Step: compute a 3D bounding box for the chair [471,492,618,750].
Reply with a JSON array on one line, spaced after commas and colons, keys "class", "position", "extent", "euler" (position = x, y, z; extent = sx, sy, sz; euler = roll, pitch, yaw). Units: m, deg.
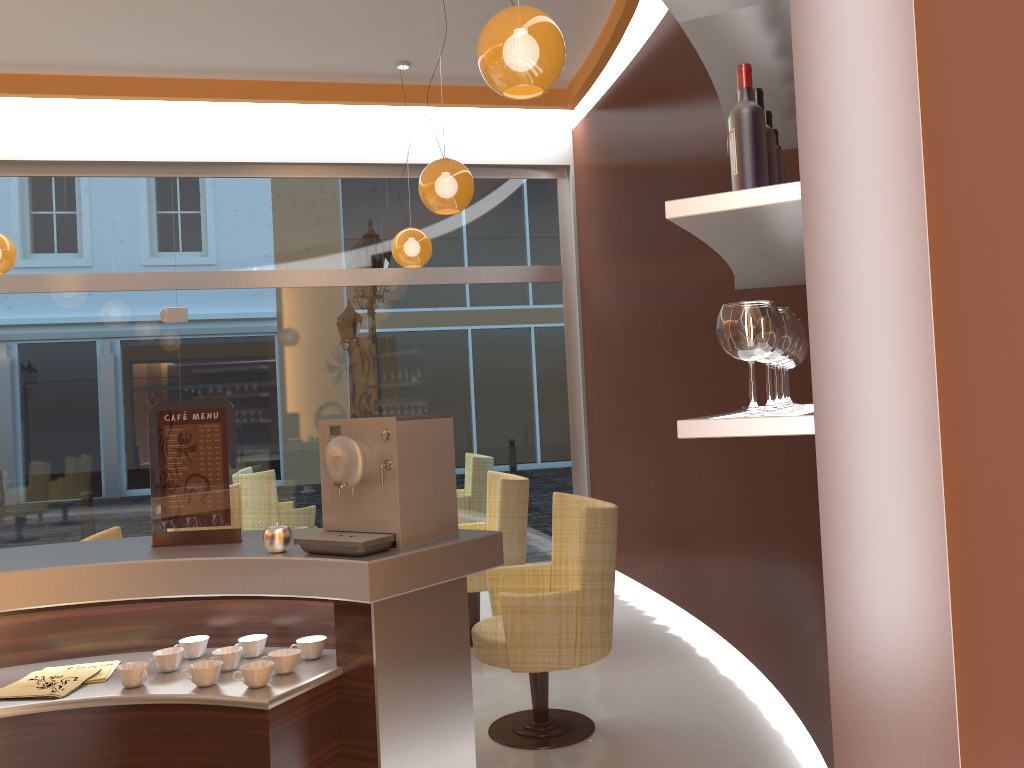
[{"class": "chair", "position": [0.156, 1.033, 3.992], "extent": [0.685, 1.017, 0.729], "euler": [-3, -1, -5]}]

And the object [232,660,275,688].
[{"class": "object", "position": [-0.605, 0.691, 2.100], "extent": [0.073, 0.050, 0.086], "euler": [-3, -1, 20]}]

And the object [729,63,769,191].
[{"class": "object", "position": [0.482, -0.505, 1.813], "extent": [0.073, 0.297, 0.073], "euler": [-3, -1, -3]}]

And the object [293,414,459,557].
[{"class": "object", "position": [-0.369, 0.260, 2.371], "extent": [0.270, 0.340, 0.373], "euler": [-4, -2, 33]}]

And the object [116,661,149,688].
[{"class": "object", "position": [-0.916, 0.708, 2.155], "extent": [0.086, 0.050, 0.073], "euler": [-3, -1, -1]}]

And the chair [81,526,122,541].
[{"class": "chair", "position": [-1.392, 1.103, 3.596], "extent": [0.685, 1.017, 0.729], "euler": [-2, -2, -34]}]

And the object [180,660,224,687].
[{"class": "object", "position": [-0.737, 0.699, 2.128], "extent": [0.073, 0.050, 0.086], "euler": [-4, -2, 33]}]

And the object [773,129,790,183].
[{"class": "object", "position": [0.675, -0.504, 2.275], "extent": [0.073, 0.297, 0.073], "euler": [-3, -1, -3]}]

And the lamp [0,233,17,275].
[{"class": "lamp", "position": [-3.497, -1.483, 5.916], "extent": [0.299, 1.500, 0.299], "euler": [-2, -2, -38]}]

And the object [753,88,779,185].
[{"class": "object", "position": [0.548, -0.505, 1.964], "extent": [0.073, 0.297, 0.073], "euler": [-3, -1, -15]}]

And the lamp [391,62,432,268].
[{"class": "lamp", "position": [-0.765, -1.608, 6.514], "extent": [0.299, 1.500, 0.299], "euler": [-2, -2, -45]}]

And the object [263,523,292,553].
[{"class": "object", "position": [-0.617, 0.403, 2.334], "extent": [0.075, 0.077, 0.075], "euler": [-2, -2, -44]}]

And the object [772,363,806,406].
[{"class": "object", "position": [0.821, -0.043, 2.658], "extent": [0.125, 0.221, 0.125], "euler": [-3, -1, 12]}]

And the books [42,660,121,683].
[{"class": "books", "position": [-1.120, 0.742, 2.272], "extent": [0.193, 0.009, 0.189], "euler": [-3, -1, -13]}]

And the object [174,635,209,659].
[{"class": "object", "position": [-0.855, 0.710, 2.380], "extent": [0.073, 0.050, 0.086], "euler": [-3, -1, 9]}]

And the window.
[{"class": "window", "position": [-3.428, 0.037, 6.850], "extent": [8.200, 3.380, 0.040], "euler": [-3, -1, -12]}]

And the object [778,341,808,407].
[{"class": "object", "position": [0.773, -0.044, 2.501], "extent": [0.125, 0.221, 0.125], "euler": [-3, -1, 12]}]

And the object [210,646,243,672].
[{"class": "object", "position": [-0.722, 0.701, 2.248], "extent": [0.073, 0.050, 0.086], "euler": [-3, -1, -7]}]

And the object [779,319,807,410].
[{"class": "object", "position": [0.667, -0.046, 2.192], "extent": [0.125, 0.221, 0.125], "euler": [-3, -1, 12]}]

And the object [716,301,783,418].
[{"class": "object", "position": [0.465, -0.046, 1.727], "extent": [0.125, 0.221, 0.125], "euler": [-3, -1, 12]}]

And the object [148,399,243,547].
[{"class": "object", "position": [-0.920, 0.255, 2.566], "extent": [0.258, 0.414, 0.052], "euler": [-3, -1, 2]}]

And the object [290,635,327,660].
[{"class": "object", "position": [-0.526, 0.692, 2.316], "extent": [0.073, 0.050, 0.086], "euler": [-3, -1, 20]}]

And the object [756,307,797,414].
[{"class": "object", "position": [0.542, -0.046, 1.878], "extent": [0.125, 0.221, 0.125], "euler": [-3, -1, 12]}]

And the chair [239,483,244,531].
[{"class": "chair", "position": [-1.806, 1.170, 5.612], "extent": [0.685, 1.017, 0.729], "euler": [-3, -1, 20]}]

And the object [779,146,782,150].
[{"class": "object", "position": [0.731, -0.503, 2.432], "extent": [0.073, 0.297, 0.073], "euler": [-2, -2, -43]}]

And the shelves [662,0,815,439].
[{"class": "shelves", "position": [-0.329, -0.333, 0.889], "extent": [0.586, 0.902, 4.744], "euler": [-4, -2, 35]}]

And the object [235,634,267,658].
[{"class": "object", "position": [-0.691, 0.702, 2.361], "extent": [0.073, 0.050, 0.086], "euler": [-3, -1, 3]}]

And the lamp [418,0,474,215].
[{"class": "lamp", "position": [-0.383, -1.668, 4.756], "extent": [0.299, 1.500, 0.299], "euler": [-2, -2, -34]}]

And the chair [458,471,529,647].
[{"class": "chair", "position": [-0.209, 1.089, 5.622], "extent": [0.685, 1.017, 0.729], "euler": [-3, -1, -9]}]

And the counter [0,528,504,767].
[{"class": "counter", "position": [-1.450, 1.020, 1.707], "extent": [1.586, 1.100, 2.917], "euler": [-4, -2, 33]}]

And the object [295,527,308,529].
[{"class": "object", "position": [-1.328, 0.940, 5.591], "extent": [0.153, 0.069, 0.153], "euler": [-3, -1, -12]}]

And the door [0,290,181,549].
[{"class": "door", "position": [-3.402, 0.536, 6.839], "extent": [1.640, 2.499, 0.020], "euler": [-3, -1, -12]}]

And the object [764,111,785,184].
[{"class": "object", "position": [0.615, -0.504, 2.125], "extent": [0.073, 0.297, 0.073], "euler": [-3, -1, -3]}]

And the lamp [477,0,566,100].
[{"class": "lamp", "position": [-0.001, -1.728, 2.998], "extent": [0.299, 1.500, 0.299], "euler": [-2, -2, -34]}]

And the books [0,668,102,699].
[{"class": "books", "position": [-1.144, 0.737, 2.182], "extent": [0.185, 0.016, 0.188], "euler": [-3, -1, 3]}]

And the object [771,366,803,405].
[{"class": "object", "position": [0.862, -0.041, 2.811], "extent": [0.125, 0.221, 0.125], "euler": [-3, -1, 12]}]

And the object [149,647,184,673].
[{"class": "object", "position": [-0.879, 0.709, 2.267], "extent": [0.073, 0.050, 0.086], "euler": [-3, -1, -6]}]

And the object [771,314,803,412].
[{"class": "object", "position": [0.605, -0.046, 2.036], "extent": [0.125, 0.221, 0.125], "euler": [-3, -1, 12]}]

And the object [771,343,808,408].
[{"class": "object", "position": [0.720, -0.045, 2.347], "extent": [0.125, 0.221, 0.125], "euler": [-3, -1, 12]}]

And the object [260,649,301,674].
[{"class": "object", "position": [-0.568, 0.692, 2.199], "extent": [0.086, 0.050, 0.073], "euler": [-2, -2, -45]}]
